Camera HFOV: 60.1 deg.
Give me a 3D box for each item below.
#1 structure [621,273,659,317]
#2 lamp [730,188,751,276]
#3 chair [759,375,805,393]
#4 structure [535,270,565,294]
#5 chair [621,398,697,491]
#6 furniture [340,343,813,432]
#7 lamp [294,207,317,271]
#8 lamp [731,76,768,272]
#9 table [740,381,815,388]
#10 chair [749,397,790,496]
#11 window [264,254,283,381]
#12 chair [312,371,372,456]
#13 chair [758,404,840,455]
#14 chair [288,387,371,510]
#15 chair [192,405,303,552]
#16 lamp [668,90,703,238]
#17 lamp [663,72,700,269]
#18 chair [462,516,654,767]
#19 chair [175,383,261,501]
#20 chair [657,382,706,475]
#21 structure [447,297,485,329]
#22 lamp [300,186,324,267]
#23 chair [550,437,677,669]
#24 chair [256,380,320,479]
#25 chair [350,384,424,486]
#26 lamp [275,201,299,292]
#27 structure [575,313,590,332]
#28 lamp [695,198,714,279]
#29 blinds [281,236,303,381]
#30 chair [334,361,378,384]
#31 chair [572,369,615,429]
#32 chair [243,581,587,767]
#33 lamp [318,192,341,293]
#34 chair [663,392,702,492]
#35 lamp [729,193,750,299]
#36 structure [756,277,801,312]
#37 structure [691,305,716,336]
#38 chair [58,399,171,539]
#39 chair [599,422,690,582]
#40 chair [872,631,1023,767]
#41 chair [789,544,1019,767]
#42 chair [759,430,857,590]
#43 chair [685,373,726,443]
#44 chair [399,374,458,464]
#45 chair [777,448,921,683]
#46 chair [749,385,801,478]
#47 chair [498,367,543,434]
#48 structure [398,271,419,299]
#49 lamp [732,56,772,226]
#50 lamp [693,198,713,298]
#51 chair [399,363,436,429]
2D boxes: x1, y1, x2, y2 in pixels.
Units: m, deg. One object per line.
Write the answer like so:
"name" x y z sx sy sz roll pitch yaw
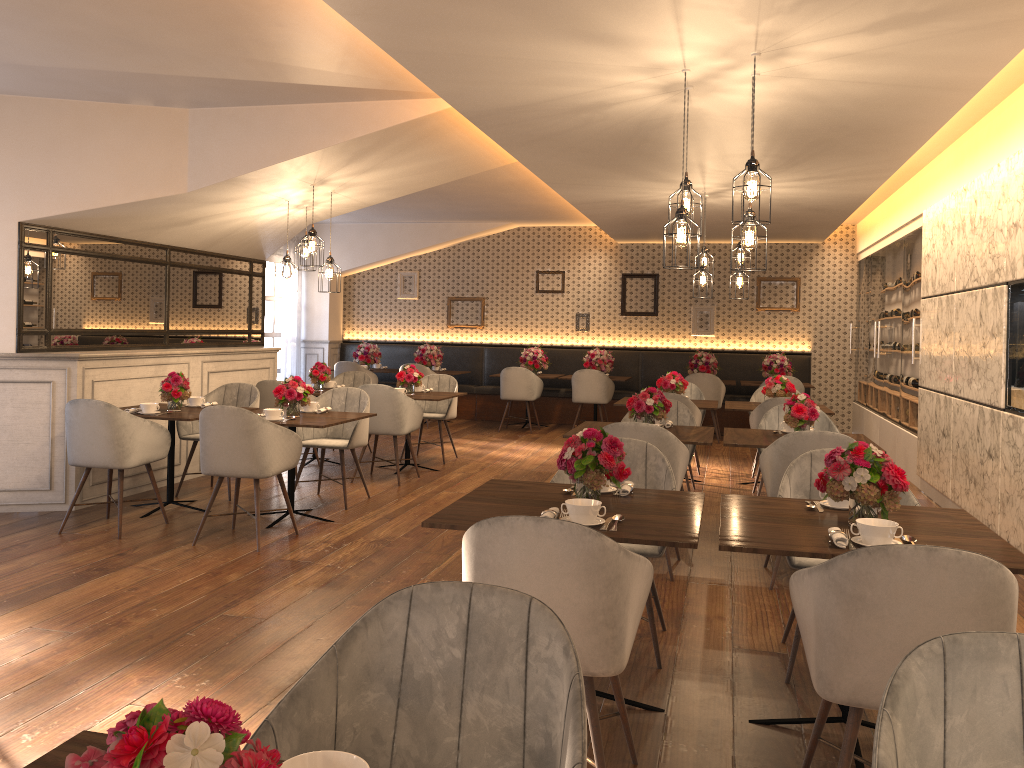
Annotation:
"structure" 1.874 -1.306 12.983 0.544 0.632 0.035 2 0 14
"lamp" 2.027 -1.987 7.769 0.175 2.070 0.175 1 0 15
"chair" 3.340 0.319 10.980 0.565 0.872 0.526 2 1 14
"structure" 0.576 -1.532 13.302 0.449 0.345 0.016 2 0 14
"chair" 1.054 0.556 6.393 0.565 0.872 0.526 2 1 14
"furniture" 0.672 0.029 12.978 7.090 1.081 0.541 2 1 14
"lamp" -1.762 -2.013 7.642 0.175 2.070 0.175 1 0 15
"lamp" 1.201 -1.600 4.404 0.175 2.070 0.175 1 0 15
"table" 3.460 0.355 11.641 0.896 0.720 0.897 2 2 14
"chair" 2.244 0.526 7.286 0.565 0.872 0.526 2 1 14
"window" -4.590 -0.338 6.530 0.495 2.387 14.541 1 3 10
"chair" -1.760 0.310 9.321 0.565 0.872 0.526 2 1 14
"chair" 1.986 0.590 6.165 0.565 0.872 0.526 2 1 14
"chair" -1.379 0.474 6.836 0.565 0.872 0.526 2 1 14
"chair" -1.664 0.549 5.538 0.565 0.872 0.526 2 1 14
"lamp" 0.938 -1.817 4.677 0.175 2.070 0.175 1 0 15
"lamp" 0.855 -1.605 4.359 0.175 2.070 0.175 1 0 15
"chair" 0.113 0.772 2.602 0.565 0.872 0.526 2 1 14
"chair" -2.311 0.439 7.063 0.565 0.872 0.526 2 1 14
"chair" 1.642 0.418 8.800 0.565 0.872 0.526 2 1 14
"structure" -0.711 -1.094 13.606 0.601 0.485 0.032 2 0 14
"lamp" -1.572 -1.972 7.050 0.175 2.070 0.175 1 0 15
"chair" 0.443 0.699 3.888 0.565 0.872 0.526 2 1 14
"chair" -2.044 0.385 8.023 0.565 0.872 0.526 2 1 14
"chair" -1.113 0.420 7.796 0.565 0.872 0.526 2 1 14
"lamp" -1.844 -1.802 7.324 0.175 2.070 0.175 1 0 15
"structure" 1.054 -0.916 13.183 0.216 0.277 0.018 2 0 14
"lamp" 1.837 -2.028 8.361 0.175 2.070 0.175 1 0 15
"blinds" -3.333 -0.906 13.399 0.134 2.698 0.618 1 0 14
"chair" -2.206 0.111 12.334 0.565 0.872 0.526 2 1 14
"chair" 1.033 0.232 11.543 0.565 0.872 0.526 2 1 14
"chair" -0.145 0.837 1.481 0.565 0.872 0.526 2 1 14
"lamp" -1.498 -1.797 7.370 0.175 2.070 0.175 1 0 15
"chair" 1.312 0.491 7.513 0.565 0.872 0.526 2 1 14
"lamp" 2.101 -1.812 8.089 0.175 2.070 0.175 1 0 15
"structure" 3.763 -1.267 12.514 0.601 0.485 0.032 2 0 14
"structure" 2.758 -0.910 12.759 0.340 0.440 0.034 2 0 14
"chair" -2.596 0.514 5.766 0.565 0.872 0.526 2 1 14
"chair" 0.725 0.629 5.106 0.565 0.872 0.526 2 1 14
"chair" 0.787 0.872 1.254 0.565 0.872 0.526 2 1 14
"chair" 1.045 0.807 2.374 0.565 0.872 0.526 2 1 14
"chair" 1.656 0.664 4.879 0.565 0.872 0.526 2 1 14
"chair" 2.408 0.284 11.207 0.565 0.872 0.526 2 1 14
"chair" -0.828 0.344 9.093 0.565 0.872 0.526 2 1 14
"chair" 1.375 0.734 3.661 0.565 0.872 0.526 2 1 14
"chair" 2.574 0.452 8.572 0.565 0.872 0.526 2 1 14
"chair" 0.101 0.197 11.771 0.565 0.872 0.526 2 1 14
"structure" -1.625 -1.546 13.830 0.340 0.440 0.034 2 0 14
"lamp" 1.128 -1.776 4.084 0.175 2.070 0.175 1 0 15
"lamp" 1.755 -1.816 8.043 0.175 2.070 0.175 1 0 15
"chair" -1.274 0.146 12.106 0.565 0.872 0.526 2 1 14
